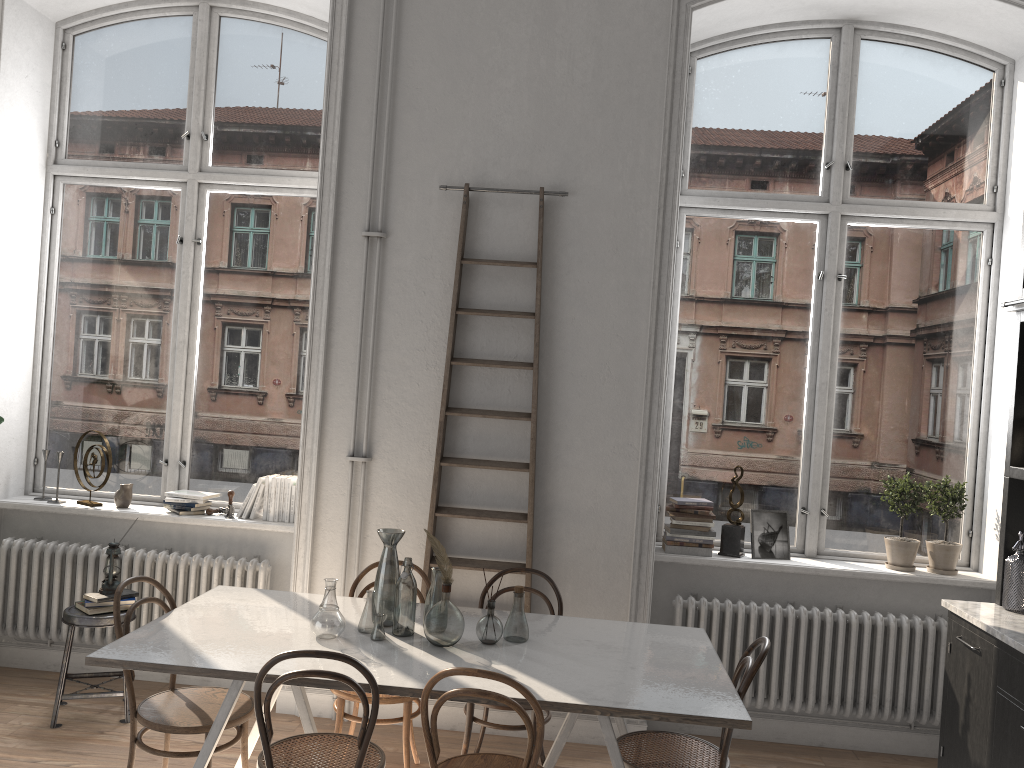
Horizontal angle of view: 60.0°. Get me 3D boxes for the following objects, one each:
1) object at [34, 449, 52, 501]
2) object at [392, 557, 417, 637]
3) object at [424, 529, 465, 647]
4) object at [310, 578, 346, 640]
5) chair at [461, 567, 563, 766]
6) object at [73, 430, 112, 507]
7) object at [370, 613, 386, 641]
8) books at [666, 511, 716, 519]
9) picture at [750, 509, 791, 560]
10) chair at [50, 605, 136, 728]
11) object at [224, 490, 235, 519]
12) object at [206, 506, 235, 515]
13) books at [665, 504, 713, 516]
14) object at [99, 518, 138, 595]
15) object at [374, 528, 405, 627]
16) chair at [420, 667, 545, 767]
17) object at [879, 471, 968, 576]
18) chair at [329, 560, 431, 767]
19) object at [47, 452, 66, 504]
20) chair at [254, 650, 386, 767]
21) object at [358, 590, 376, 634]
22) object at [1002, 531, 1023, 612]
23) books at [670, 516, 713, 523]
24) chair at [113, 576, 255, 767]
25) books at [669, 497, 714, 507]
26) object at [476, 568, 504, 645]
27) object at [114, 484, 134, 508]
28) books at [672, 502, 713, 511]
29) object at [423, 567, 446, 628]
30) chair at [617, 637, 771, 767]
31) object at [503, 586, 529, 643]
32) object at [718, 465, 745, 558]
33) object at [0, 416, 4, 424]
[{"bbox_3d":[-2.696,0.524,5.117,0.095,0.289,0.095,4,0,36],"label":"object"},{"bbox_3d":[-0.418,0.833,3.486,0.086,0.301,0.086,4,0,-10],"label":"object"},{"bbox_3d":[-0.249,0.772,3.384,0.156,0.446,0.157,4,0,22],"label":"object"},{"bbox_3d":[-0.697,0.855,3.379,0.132,0.219,0.132,4,0,-6],"label":"object"},{"bbox_3d":[-0.003,1.337,3.998,0.438,0.920,0.549,4,0,11],"label":"chair"},{"bbox_3d":[-2.389,0.477,5.056,0.347,0.425,0.087,4,0,37],"label":"object"},{"bbox_3d":[-0.511,0.930,3.397,0.058,0.094,0.058,4,0,33],"label":"object"},{"bbox_3d":[0.969,0.703,4.812,0.243,0.019,0.174,4,0,4],"label":"books"},{"bbox_3d":[1.387,0.816,4.826,0.221,0.264,0.149,4,0,-12],"label":"picture"},{"bbox_3d":[-2.087,1.391,4.459,0.364,0.523,0.360,4,0,-22],"label":"chair"},{"bbox_3d":[-1.573,0.669,4.954,0.048,0.153,0.088,4,0,-26],"label":"object"},{"bbox_3d":[-1.658,0.715,5.016,0.088,0.048,0.153,4,0,44],"label":"object"},{"bbox_3d":[0.962,0.681,4.812,0.231,0.023,0.162,4,0,20],"label":"books"},{"bbox_3d":[-2.004,0.869,4.519,0.163,0.383,0.154,4,0,-22],"label":"object"},{"bbox_3d":[-0.504,0.787,3.605,0.116,0.383,0.116,4,0,16],"label":"object"},{"bbox_3d":[-0.079,1.328,2.946,0.438,0.920,0.549,4,0,15],"label":"chair"},{"bbox_3d":[2.186,0.734,4.726,0.500,0.524,0.234,4,0,-6],"label":"object"},{"bbox_3d":[-0.579,1.297,3.963,0.438,0.920,0.549,4,0,2],"label":"chair"},{"bbox_3d":[-2.584,0.532,5.051,0.095,0.289,0.095,4,0,27],"label":"object"},{"bbox_3d":[-0.658,1.288,3.026,0.438,0.920,0.549,4,0,0],"label":"chair"},{"bbox_3d":[-0.562,0.896,3.496,0.083,0.158,0.083,4,0,0],"label":"object"},{"bbox_3d":[2.233,0.822,3.909,0.109,0.349,0.109,4,0,-15],"label":"object"},{"bbox_3d":[0.973,0.724,4.811,0.205,0.022,0.155,4,0,-1],"label":"books"},{"bbox_3d":[-1.287,1.246,3.485,0.549,0.920,0.438,4,0,13],"label":"chair"},{"bbox_3d":[0.974,0.639,4.821,0.201,0.024,0.159,4,0,-6],"label":"books"},{"bbox_3d":[-0.081,0.866,3.450,0.107,0.283,0.107,4,0,-1],"label":"object"},{"bbox_3d":[-2.207,0.630,5.038,0.100,0.142,0.102,4,0,-21],"label":"object"},{"bbox_3d":[0.977,0.661,4.811,0.205,0.020,0.155,4,0,4],"label":"books"},{"bbox_3d":[-0.301,0.865,3.549,0.098,0.255,0.100,4,0,-19],"label":"object"},{"bbox_3d":[0.649,1.380,3.314,0.549,0.920,0.438,4,0,17],"label":"chair"},{"bbox_3d":[0.022,0.909,3.518,0.101,0.212,0.101,4,0,44],"label":"object"},{"bbox_3d":[1.205,0.684,4.798,0.122,0.488,0.102,4,0,29],"label":"object"},{"bbox_3d":[-0.433,0.843,3.872,5.826,1.842,0.792,4,0,9],"label":"object"}]
